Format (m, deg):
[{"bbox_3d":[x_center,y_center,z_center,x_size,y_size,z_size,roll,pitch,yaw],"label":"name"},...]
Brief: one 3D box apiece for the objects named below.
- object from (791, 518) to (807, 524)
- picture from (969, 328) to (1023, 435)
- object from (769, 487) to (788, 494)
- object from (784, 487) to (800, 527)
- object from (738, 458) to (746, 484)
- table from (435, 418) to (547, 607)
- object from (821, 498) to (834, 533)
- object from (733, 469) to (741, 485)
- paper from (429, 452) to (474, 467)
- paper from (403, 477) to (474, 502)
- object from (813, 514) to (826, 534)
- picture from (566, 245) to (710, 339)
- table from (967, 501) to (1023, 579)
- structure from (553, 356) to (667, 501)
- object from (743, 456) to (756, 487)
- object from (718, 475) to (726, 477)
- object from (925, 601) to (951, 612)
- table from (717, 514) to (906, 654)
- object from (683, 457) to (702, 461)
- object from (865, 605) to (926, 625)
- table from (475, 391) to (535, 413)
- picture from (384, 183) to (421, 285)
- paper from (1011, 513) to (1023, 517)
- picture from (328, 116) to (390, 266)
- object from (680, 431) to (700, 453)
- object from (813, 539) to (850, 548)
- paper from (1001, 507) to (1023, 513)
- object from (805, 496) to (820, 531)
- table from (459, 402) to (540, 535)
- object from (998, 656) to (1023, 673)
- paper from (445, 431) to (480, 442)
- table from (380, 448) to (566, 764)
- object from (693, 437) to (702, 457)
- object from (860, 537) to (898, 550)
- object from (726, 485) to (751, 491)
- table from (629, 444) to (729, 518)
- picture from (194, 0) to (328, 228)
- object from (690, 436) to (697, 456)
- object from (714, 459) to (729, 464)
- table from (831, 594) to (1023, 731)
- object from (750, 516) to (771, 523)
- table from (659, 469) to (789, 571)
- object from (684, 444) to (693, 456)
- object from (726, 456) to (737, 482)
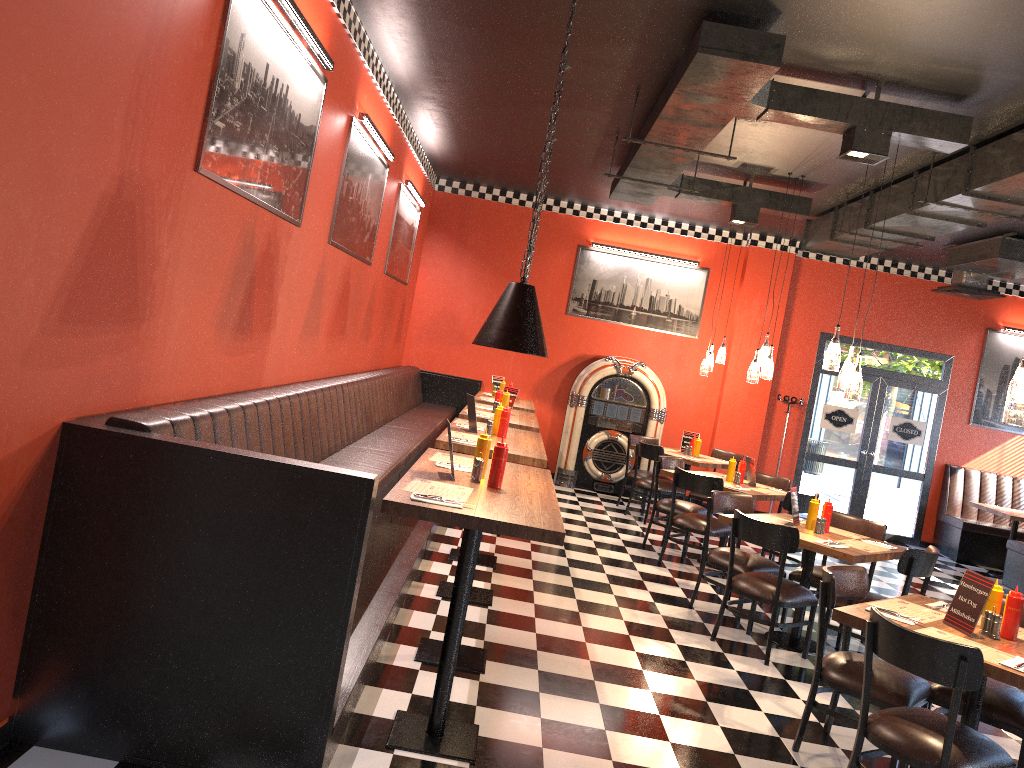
[{"bbox_3d":[2.117,0.994,6.414,0.158,0.019,0.254,12,3,38],"label":"object"},{"bbox_3d":[6.677,-0.007,11.733,1.023,1.301,0.016,10,0,0],"label":"picture"},{"bbox_3d":[2.473,0.981,8.179,0.157,0.019,0.256,8,3,-42],"label":"object"},{"bbox_3d":[1.977,0.856,6.189,0.072,0.257,0.187,10,1,30],"label":"object"},{"bbox_3d":[2.134,0.805,8.238,0.068,0.238,0.068,10,0,6],"label":"object"},{"bbox_3d":[-0.208,0.860,6.277,0.696,0.999,1.693,10,2,0],"label":"table"},{"bbox_3d":[2.173,0.905,6.118,0.068,0.238,0.068,10,0,6],"label":"object"},{"bbox_3d":[2.076,0.851,8.152,0.046,0.136,0.094,10,1,-10],"label":"object"},{"bbox_3d":[-0.290,0.406,4.700,0.261,0.001,0.365,11,2,3],"label":"paper"},{"bbox_3d":[-0.306,0.445,3.740,0.261,0.001,0.365,11,2,3],"label":"paper"},{"bbox_3d":[2.099,0.948,6.022,0.093,0.136,0.047,10,1,-40],"label":"object"},{"bbox_3d":[1.676,-1.221,11.773,1.770,0.940,0.023,10,0,0],"label":"picture"},{"bbox_3d":[6.434,2.007,10.541,1.692,0.774,0.957,10,1,0],"label":"table"},{"bbox_3d":[1.315,0.523,11.504,1.294,1.768,0.500,10,0,0],"label":"structure"},{"bbox_3d":[2.213,0.811,8.215,0.072,0.257,0.188,10,1,-10],"label":"object"},{"bbox_3d":[2.098,0.895,8.583,0.254,0.019,0.158,8,3,-45],"label":"object"},{"bbox_3d":[2.116,1.086,4.303,0.254,0.019,0.158,8,3,-44],"label":"object"},{"bbox_3d":[2.008,1.392,6.041,0.953,0.774,0.964,9,2,-45],"label":"table"},{"bbox_3d":[1.998,0.823,9.806,0.254,0.019,0.158,8,3,-41],"label":"object"},{"bbox_3d":[1.716,1.029,3.938,0.256,0.019,0.157,12,3,40],"label":"object"},{"bbox_3d":[-0.173,0.680,10.528,0.696,0.999,1.693,10,2,0],"label":"table"},{"bbox_3d":[-1.213,-1.629,9.945,0.023,0.939,1.771,10,2,0],"label":"picture"},{"bbox_3d":[6.015,1.551,10.219,0.365,0.001,0.261,10,2,-3],"label":"paper"},{"bbox_3d":[-1.234,-1.517,7.304,0.023,0.939,1.771,10,2,0],"label":"picture"},{"bbox_3d":[2.080,0.692,10.365,0.188,0.257,0.072,11,0,10],"label":"object"},{"bbox_3d":[2.044,1.014,5.638,0.254,0.019,0.158,8,3,-42],"label":"object"},{"bbox_3d":[6.122,1.543,10.849,0.365,0.001,0.261,10,2,0],"label":"paper"},{"bbox_3d":[2.081,0.888,6.121,0.068,0.238,0.068,10,0,6],"label":"object"},{"bbox_3d":[-0.191,0.771,8.387,0.696,0.999,1.693,10,2,0],"label":"table"},{"bbox_3d":[2.036,1.107,3.483,0.254,0.019,0.158,8,3,-42],"label":"object"},{"bbox_3d":[-0.295,0.352,5.910,0.261,0.001,0.365,11,2,3],"label":"paper"},{"bbox_3d":[-0.225,0.950,4.157,0.696,0.999,1.693,10,2,0],"label":"table"},{"bbox_3d":[2.135,0.720,10.177,0.068,0.238,0.068,10,0,-3],"label":"object"},{"bbox_3d":[2.464,1.076,5.996,0.157,0.019,0.256,8,3,-45],"label":"object"},{"bbox_3d":[2.000,0.911,7.801,0.254,0.019,0.158,8,3,-43],"label":"object"},{"bbox_3d":[1.959,1.200,10.210,0.953,0.774,0.964,9,2,-45],"label":"table"},{"bbox_3d":[-1.255,-1.406,4.662,0.023,0.939,1.771,10,2,0],"label":"picture"},{"bbox_3d":[2.099,0.709,10.262,0.068,0.238,0.068,10,0,-3],"label":"object"},{"bbox_3d":[2.424,0.886,10.156,0.157,0.019,0.256,8,3,-44],"label":"object"},{"bbox_3d":[2.005,1.487,3.879,0.956,0.774,0.961,9,2,-45],"label":"table"},{"bbox_3d":[1.679,0.928,6.075,0.157,0.019,0.256,8,3,-43],"label":"object"},{"bbox_3d":[1.968,1.291,8.183,0.953,0.774,0.964,9,2,-45],"label":"table"},{"bbox_3d":[2.033,0.753,10.191,0.093,0.136,0.047,10,0,0],"label":"object"},{"bbox_3d":[2.042,0.788,8.241,0.068,0.238,0.068,10,0,6],"label":"object"}]
